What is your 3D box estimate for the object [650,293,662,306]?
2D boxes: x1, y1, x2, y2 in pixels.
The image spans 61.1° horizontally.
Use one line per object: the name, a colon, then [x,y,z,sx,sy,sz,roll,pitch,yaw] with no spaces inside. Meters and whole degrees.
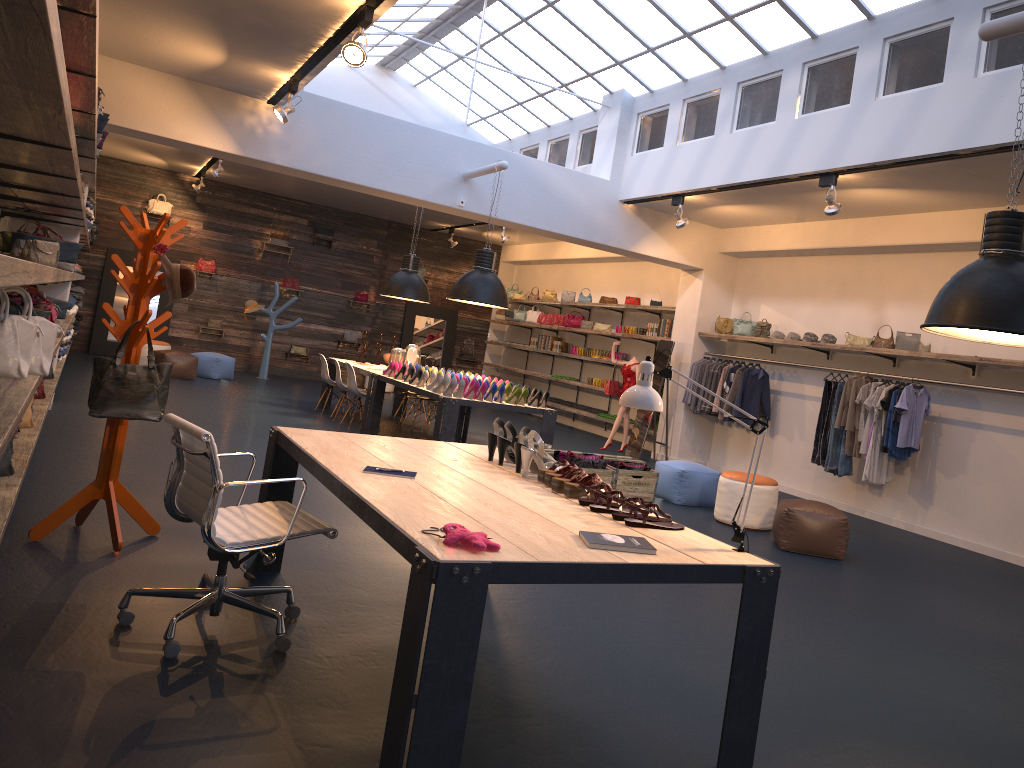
object: [2.332,-1.375,13.964,0.200,0.281,0.058,9,-3,0]

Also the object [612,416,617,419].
object: [1.754,0.571,14.397,0.251,0.063,0.078,8,1,-26]

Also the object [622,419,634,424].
object: [1.892,0.603,14.178,0.250,0.068,0.079,8,1,-24]

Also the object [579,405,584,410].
object: [1.293,0.429,15.652,0.186,0.088,0.066,9,-1,1]

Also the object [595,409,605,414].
object: [1.545,0.493,15.127,0.189,0.088,0.064,9,-1,-6]

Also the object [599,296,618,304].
object: [1.731,-1.461,15.286,0.378,0.141,0.383,9,2,-17]

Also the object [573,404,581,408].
object: [1.210,0.408,15.827,0.189,0.088,0.064,9,-1,-6]

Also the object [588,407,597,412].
object: [1.434,0.465,15.358,0.193,0.088,0.063,9,-1,-14]

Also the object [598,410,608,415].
object: [1.573,0.500,15.069,0.187,0.088,0.065,9,-1,-2]

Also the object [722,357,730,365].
object: [3.010,-0.304,12.206,0.461,0.220,0.009,8,-2,-30]

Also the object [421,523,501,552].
object: [-0.155,0.439,2.562,0.169,0.051,0.284,8,3,-32]

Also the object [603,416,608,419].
object: [1.617,0.570,14.547,0.251,0.058,0.077,8,1,-34]

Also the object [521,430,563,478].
object: [0.163,0.335,4.083,0.301,0.224,0.109,9,-1,-38]

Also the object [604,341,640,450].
object: [1.739,0.199,13.174,0.691,1.672,0.370,8,-3,39]

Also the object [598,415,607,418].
object: [1.543,0.552,14.699,0.251,0.058,0.077,8,1,-34]

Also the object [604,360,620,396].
object: [1.579,-0.096,13.344,0.083,0.555,0.342,7,-2,38]

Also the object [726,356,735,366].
object: [3.049,-0.294,12.124,0.461,0.220,0.009,8,-2,-30]

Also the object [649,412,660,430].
object: [2.269,0.552,13.551,0.367,0.357,0.151,9,-2,-30]

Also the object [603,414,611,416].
object: [1.640,0.540,14.702,0.250,0.068,0.078,8,1,-24]

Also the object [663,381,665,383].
object: [2.275,0.032,13.816,0.393,0.392,0.170,9,-2,-17]

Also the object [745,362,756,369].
object: [3.233,-0.247,11.755,0.461,0.220,0.009,8,-2,-30]

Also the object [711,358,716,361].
object: [2.889,-0.335,12.460,0.461,0.220,0.009,8,-2,-30]

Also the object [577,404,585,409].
object: [1.265,0.422,15.713,0.186,0.088,0.066,9,-1,1]

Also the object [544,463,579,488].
object: [0.268,0.413,3.893,0.277,0.117,0.093,8,0,-37]

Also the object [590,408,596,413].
object: [1.461,0.472,15.301,0.194,0.088,0.063,9,-1,-15]

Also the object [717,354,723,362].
object: [2.954,-0.318,12.325,0.461,0.220,0.009,8,-2,-30]

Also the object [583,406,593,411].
object: [1.347,0.443,15.539,0.181,0.088,0.067,9,-1,10]

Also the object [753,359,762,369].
object: [3.294,-0.233,11.651,0.461,0.220,0.009,8,-2,-30]

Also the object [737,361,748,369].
object: [3.167,-0.267,11.915,0.461,0.220,0.009,8,-2,-30]

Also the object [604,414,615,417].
object: [1.650,0.544,14.616,0.250,0.064,0.080,8,1,-23]

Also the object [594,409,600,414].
object: [1.517,0.486,15.183,0.190,0.088,0.064,9,-1,-8]

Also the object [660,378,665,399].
object: [2.378,0.081,13.481,0.367,0.357,0.151,9,-2,-30]

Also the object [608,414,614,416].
object: [1.722,0.545,14.882,0.235,0.053,0.085,9,1,1]

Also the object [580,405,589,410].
object: [1.320,0.436,15.596,0.183,0.088,0.066,9,-1,6]

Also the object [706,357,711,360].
object: [2.837,-0.346,12.560,0.461,0.220,0.009,8,-2,-30]

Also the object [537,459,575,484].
object: [0.234,0.403,3.998,0.274,0.117,0.094,8,0,-25]

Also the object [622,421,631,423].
object: [1.820,0.623,14.091,0.251,0.058,0.077,8,1,-34]

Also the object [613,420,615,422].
object: [1.747,0.605,14.243,0.251,0.058,0.077,8,1,-34]

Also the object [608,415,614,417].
object: [1.713,0.558,14.550,0.250,0.068,0.079,8,1,-24]

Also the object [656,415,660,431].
object: [2.360,0.581,13.435,0.398,0.340,0.204,9,-1,-23]

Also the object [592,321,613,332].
object: [1.593,-1.016,15.390,0.353,0.175,0.237,10,1,13]

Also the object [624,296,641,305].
object: [2.029,-1.387,14.571,0.274,0.150,0.114,9,-1,5]

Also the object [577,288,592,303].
object: [1.361,-1.628,16.034,0.272,0.284,0.097,9,-2,5]

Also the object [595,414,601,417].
object: [1.499,0.541,14.773,0.251,0.058,0.077,8,1,-34]

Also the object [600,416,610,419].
object: [1.568,0.560,14.615,0.251,0.058,0.077,8,1,-34]

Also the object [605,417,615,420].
object: [1.641,0.578,14.463,0.251,0.058,0.077,8,1,-34]

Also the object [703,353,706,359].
object: [2.810,-0.353,12.616,0.461,0.220,0.009,8,-2,-30]

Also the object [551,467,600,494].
object: [0.291,0.421,3.790,0.272,0.117,0.095,9,0,-21]

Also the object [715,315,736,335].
object: [3.089,-0.831,12.500,0.321,0.285,0.202,9,-1,-1]

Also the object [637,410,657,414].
object: [2.166,0.504,13.886,0.393,0.392,0.169,9,-2,-17]

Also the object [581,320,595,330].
object: [1.379,-1.072,15.842,0.254,0.176,0.109,10,-1,22]

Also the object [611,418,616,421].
object: [1.722,0.597,14.327,0.251,0.058,0.077,8,1,-34]

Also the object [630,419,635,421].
object: [1.984,0.609,14.336,0.079,0.073,0.253,9,2,39]

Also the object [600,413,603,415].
object: [1.576,0.526,14.768,0.251,0.063,0.078,8,1,-26]

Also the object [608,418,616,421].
object: [1.678,0.587,14.401,0.251,0.058,0.077,8,1,-34]

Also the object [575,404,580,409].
object: [1.236,0.415,15.770,0.187,0.088,0.065,9,-1,-2]

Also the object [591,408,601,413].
object: [1.489,0.479,15.242,0.190,0.088,0.064,9,-1,-8]

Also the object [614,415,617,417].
object: [1.795,0.562,14.794,0.254,0.075,0.077,7,1,-43]
